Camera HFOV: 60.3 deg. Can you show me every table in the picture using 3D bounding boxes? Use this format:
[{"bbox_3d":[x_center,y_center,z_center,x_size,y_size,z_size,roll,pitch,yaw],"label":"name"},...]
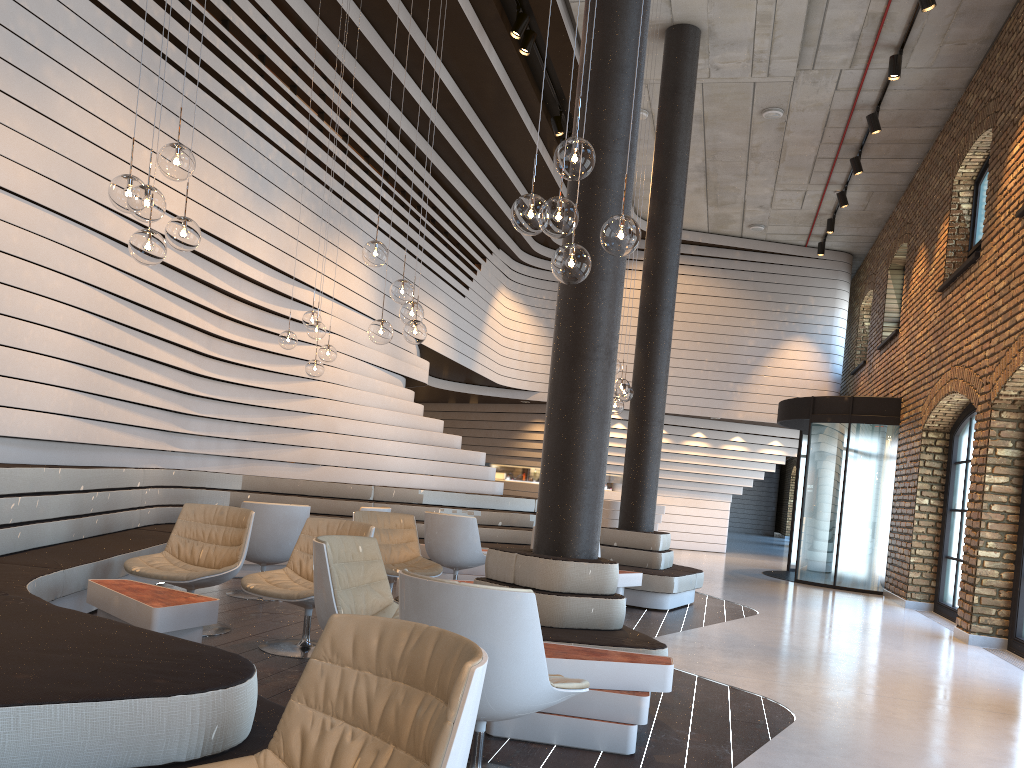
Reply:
[{"bbox_3d":[-1.831,1.250,4.523,0.414,0.369,0.909,9,-6,-43],"label":"table"},{"bbox_3d":[0.253,1.382,3.917,0.905,0.370,0.415,5,-4,7],"label":"table"},{"bbox_3d":[0.718,1.894,8.167,0.906,0.370,0.415,4,-4,16],"label":"table"},{"bbox_3d":[-0.469,1.554,6.105,0.907,0.370,0.415,10,-5,-39],"label":"table"},{"bbox_3d":[-0.483,1.871,8.992,0.905,0.370,0.415,7,-4,-13],"label":"table"},{"bbox_3d":[-2.395,1.604,8.222,0.907,0.370,0.415,10,-5,-39],"label":"table"}]

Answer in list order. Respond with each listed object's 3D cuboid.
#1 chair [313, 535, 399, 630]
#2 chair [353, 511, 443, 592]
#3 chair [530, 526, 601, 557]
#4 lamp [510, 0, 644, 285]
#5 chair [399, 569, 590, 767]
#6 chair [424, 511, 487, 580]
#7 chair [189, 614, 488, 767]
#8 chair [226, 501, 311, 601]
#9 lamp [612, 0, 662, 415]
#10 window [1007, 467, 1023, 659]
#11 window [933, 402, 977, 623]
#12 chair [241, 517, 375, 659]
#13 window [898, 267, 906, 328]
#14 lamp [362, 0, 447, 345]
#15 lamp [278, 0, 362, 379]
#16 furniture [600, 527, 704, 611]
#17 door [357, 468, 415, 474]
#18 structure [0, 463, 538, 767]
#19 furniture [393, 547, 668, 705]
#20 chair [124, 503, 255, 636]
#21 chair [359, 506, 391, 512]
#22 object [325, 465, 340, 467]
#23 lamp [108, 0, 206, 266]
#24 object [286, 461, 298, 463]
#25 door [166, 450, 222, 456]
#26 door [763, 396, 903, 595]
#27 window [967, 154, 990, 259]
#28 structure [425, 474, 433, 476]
[{"bbox_3d":[-0.603,1.125,4.123,0.711,0.765,0.658,5,-3,17],"label":"chair"},{"bbox_3d":[-0.915,1.388,6.783,0.657,0.765,0.713,7,-4,-36],"label":"chair"},{"bbox_3d":[0.453,1.590,7.433,0.657,0.765,0.713,5,-3,15],"label":"chair"},{"bbox_3d":[0.461,-2.746,3.622,0.544,4.668,0.293,5,0,-1],"label":"lamp"},{"bbox_3d":[-0.096,1.071,3.192,0.657,0.765,0.712,4,-3,32],"label":"chair"},{"bbox_3d":[-0.497,1.576,8.129,0.657,0.765,0.712,4,-3,30],"label":"chair"},{"bbox_3d":[-0.434,0.878,1.735,0.711,0.765,0.658,8,-4,-39],"label":"chair"},{"bbox_3d":[-1.994,1.321,7.107,0.657,0.765,0.713,7,-3,-32],"label":"chair"},{"bbox_3d":[0.954,-1.428,13.576,9.037,4.601,42.106,4,-6,14],"label":"lamp"},{"bbox_3d":[4.423,1.027,6.889,0.130,2.530,2.363,5,-3,14],"label":"window"},{"bbox_3d":[5.072,1.393,9.651,0.130,2.530,2.363,5,-3,14],"label":"window"},{"bbox_3d":[-1.197,1.189,5.221,0.657,0.765,0.712,4,-3,34],"label":"chair"},{"bbox_3d":[6.241,-1.388,13.725,0.126,1.448,1.576,5,-3,14],"label":"window"},{"bbox_3d":[-0.584,-2.610,5.847,0.309,4.735,0.662,5,0,22],"label":"lamp"},{"bbox_3d":[-1.590,-2.407,7.803,0.532,4.707,0.333,5,0,-24],"label":"lamp"},{"bbox_3d":[1.393,1.885,9.088,1.774,0.720,1.279,10,-7,-40],"label":"furniture"},{"bbox_3d":[-3.000,1.816,21.269,1.773,2.698,0.079,5,0,19],"label":"door"},{"bbox_3d":[-2.389,0.911,4.453,5.773,0.925,18.297,4,-6,10],"label":"structure"},{"bbox_3d":[-0.008,1.309,5.060,1.274,0.720,1.781,7,-6,-15],"label":"furniture"},{"bbox_3d":[-2.000,1.144,5.507,0.657,0.765,0.712,4,-3,21],"label":"chair"},{"bbox_3d":[-1.488,1.467,7.994,0.710,0.765,0.659,5,-3,13],"label":"chair"},{"bbox_3d":[-2.636,1.293,12.479,0.369,0.553,0.598,7,-4,-35],"label":"object"},{"bbox_3d":[-1.429,-2.872,4.114,0.293,4.668,0.544,5,0,9],"label":"lamp"},{"bbox_3d":[-3.711,1.444,14.451,0.368,0.552,0.598,6,-3,-25],"label":"object"},{"bbox_3d":[-3.988,0.921,11.254,0.971,2.102,0.163,5,0,14],"label":"door"},{"bbox_3d":[5.735,1.820,13.885,3.205,2.847,3.263,4,-4,21],"label":"door"},{"bbox_3d":[5.291,-1.924,9.678,0.126,1.448,1.576,5,-3,14],"label":"window"},{"bbox_3d":[-1.886,1.975,20.400,0.803,0.469,0.017,2,-3,40],"label":"structure"}]
